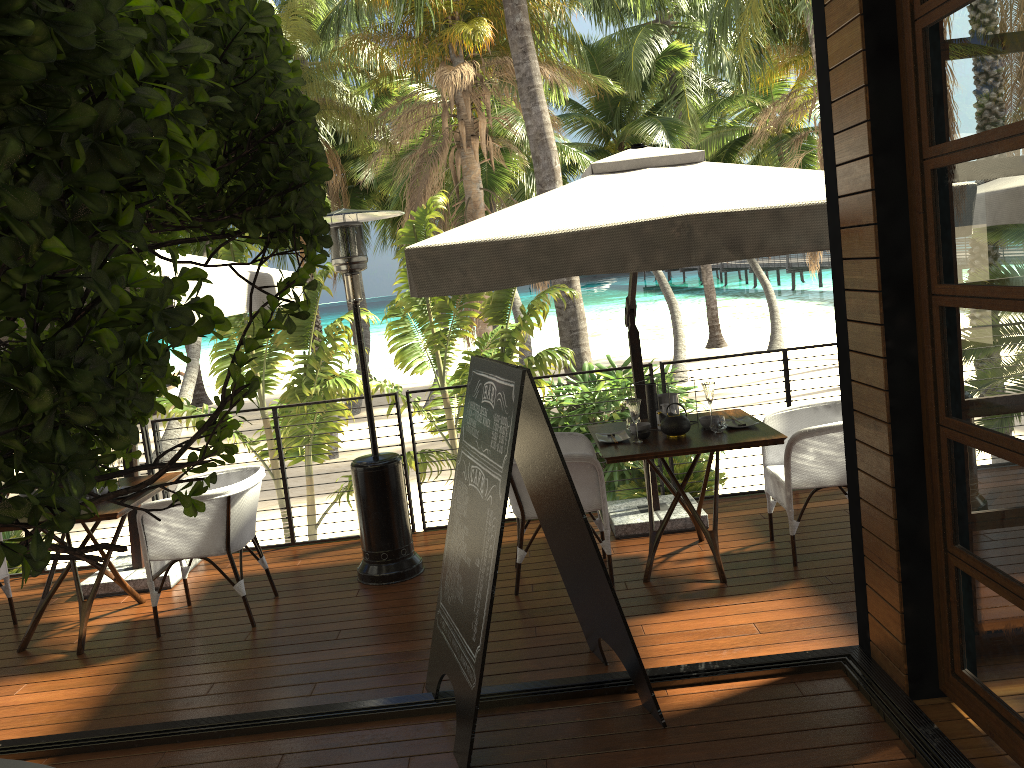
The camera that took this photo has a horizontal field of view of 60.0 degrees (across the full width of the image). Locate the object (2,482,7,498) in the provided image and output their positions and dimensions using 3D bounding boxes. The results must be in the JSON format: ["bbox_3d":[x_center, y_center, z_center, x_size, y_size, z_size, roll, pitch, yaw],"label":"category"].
[{"bbox_3d":[-2.703,0.576,4.726,0.082,0.226,0.082,-8,6,-10],"label":"object"}]

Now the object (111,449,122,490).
[{"bbox_3d":[-2.240,0.485,5.025,0.082,0.226,0.082,-6,6,1],"label":"object"}]

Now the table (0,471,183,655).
[{"bbox_3d":[-2.405,1.008,4.964,0.931,0.748,0.933,-6,7,0],"label":"table"}]

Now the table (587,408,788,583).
[{"bbox_3d":[0.960,0.628,4.944,0.931,0.748,0.933,-6,7,0],"label":"table"}]

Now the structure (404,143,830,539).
[{"bbox_3d":[0.815,-0.152,4.937,2.413,2.328,2.419,-6,7,0],"label":"structure"}]

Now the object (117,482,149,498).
[{"bbox_3d":[-2.115,0.590,4.919,0.170,0.025,0.295,-6,7,0],"label":"object"}]

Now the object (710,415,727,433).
[{"bbox_3d":[1.101,0.215,4.739,0.086,0.086,0.087,-6,7,5],"label":"object"}]

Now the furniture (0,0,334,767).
[{"bbox_3d":[-1.426,0.436,0.972,2.724,2.717,2.570,-11,8,-34],"label":"furniture"}]

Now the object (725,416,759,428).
[{"bbox_3d":[1.243,0.210,4.899,0.170,0.025,0.295,-6,7,0],"label":"object"}]

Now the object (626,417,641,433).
[{"bbox_3d":[0.685,0.231,4.988,0.086,0.086,0.087,-6,7,5],"label":"object"}]

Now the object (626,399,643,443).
[{"bbox_3d":[0.655,0.196,4.706,0.082,0.226,0.082,-6,6,1],"label":"object"}]

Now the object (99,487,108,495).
[{"bbox_3d":[-2.273,0.594,4.871,0.116,0.065,0.116,-7,7,-1],"label":"object"}]

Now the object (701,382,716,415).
[{"bbox_3d":[1.118,0.105,5.005,0.082,0.226,0.082,-6,6,1],"label":"object"}]

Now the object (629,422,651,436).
[{"bbox_3d":[0.707,0.253,4.880,0.116,0.065,0.116,-6,7,4],"label":"object"}]

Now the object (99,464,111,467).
[{"bbox_3d":[-2.487,0.489,5.095,0.263,0.263,0.264,0,10,45],"label":"object"}]

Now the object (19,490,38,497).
[{"bbox_3d":[-2.651,0.633,4.900,0.116,0.065,0.116,-7,7,-1],"label":"object"}]

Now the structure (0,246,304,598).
[{"bbox_3d":[-2.541,0.228,4.958,2.413,2.328,2.419,-6,7,0],"label":"structure"}]

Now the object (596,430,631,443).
[{"bbox_3d":[0.554,0.297,4.835,0.170,0.025,0.295,-6,7,0],"label":"object"}]

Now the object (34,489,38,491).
[{"bbox_3d":[-2.674,0.611,5.008,0.086,0.086,0.087,-6,7,5],"label":"object"}]

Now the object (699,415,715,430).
[{"bbox_3d":[1.085,0.214,4.850,0.116,0.065,0.116,-6,7,4],"label":"object"}]

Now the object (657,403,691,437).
[{"bbox_3d":[0.878,0.188,4.782,0.163,0.178,0.168,-7,7,-1],"label":"object"}]

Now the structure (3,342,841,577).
[{"bbox_3d":[-6.790,1.313,6.165,26.266,1.151,0.164,-6,6,0],"label":"structure"}]

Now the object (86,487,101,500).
[{"bbox_3d":[-2.257,0.595,4.759,0.086,0.086,0.087,-6,7,5],"label":"object"}]

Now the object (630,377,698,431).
[{"bbox_3d":[0.871,0.109,5.075,0.263,0.263,0.264,0,10,45],"label":"object"}]

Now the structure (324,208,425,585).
[{"bbox_3d":[-0.855,0.063,5.247,0.699,2.188,0.700,-8,6,-12],"label":"structure"}]

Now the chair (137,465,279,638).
[{"bbox_3d":[-1.652,0.909,4.928,0.616,0.786,0.629,-6,7,1],"label":"chair"}]

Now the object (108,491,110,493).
[{"bbox_3d":[-2.274,0.593,4.971,0.080,0.042,0.080,-12,9,-38],"label":"object"}]

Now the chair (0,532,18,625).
[{"bbox_3d":[-3.254,1.087,4.963,0.616,0.786,0.629,-6,7,1],"label":"chair"}]

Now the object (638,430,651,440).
[{"bbox_3d":[0.710,0.277,4.783,0.080,0.042,0.080,-8,7,-8],"label":"object"}]

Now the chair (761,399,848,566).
[{"bbox_3d":[1.757,0.523,4.908,0.616,0.786,0.629,-6,7,1],"label":"chair"}]

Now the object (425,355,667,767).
[{"bbox_3d":[0.022,0.600,3.467,0.772,1.394,0.769,-8,7,-15],"label":"object"}]

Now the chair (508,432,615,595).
[{"bbox_3d":[0.213,0.695,4.942,0.616,0.786,0.629,-6,7,1],"label":"chair"}]
